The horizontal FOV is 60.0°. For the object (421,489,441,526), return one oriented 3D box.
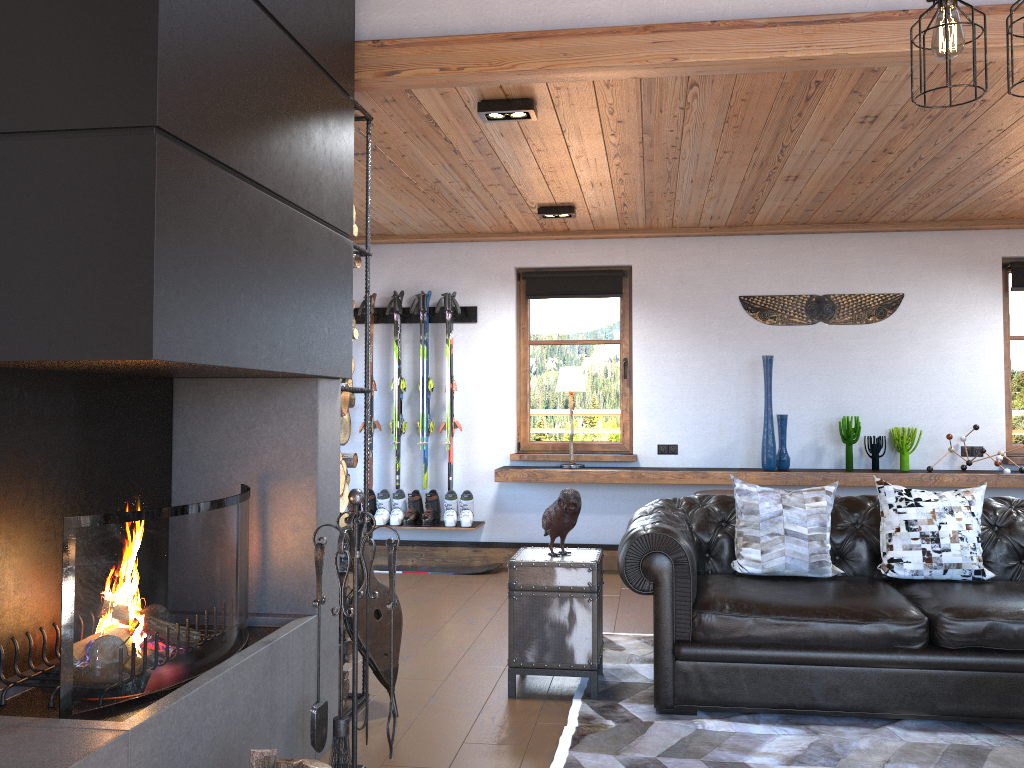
[{"bbox_3d":[-0.648,0.976,7.036,0.115,0.270,0.254,-1,-2,24],"label":"object"}]

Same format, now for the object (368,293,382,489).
[{"bbox_3d":[-1.107,0.060,7.224,0.095,1.607,0.115,0,-2,8],"label":"object"}]

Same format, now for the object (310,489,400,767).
[{"bbox_3d":[-0.530,0.865,3.000,0.311,1.018,0.304,2,-3,-36],"label":"object"}]

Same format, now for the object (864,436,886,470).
[{"bbox_3d":[2.743,0.522,6.698,0.130,0.261,0.122,1,-2,-22],"label":"object"}]

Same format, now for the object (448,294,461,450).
[{"bbox_3d":[-0.475,-0.099,7.092,0.122,1.250,0.058,1,-3,-30],"label":"object"}]

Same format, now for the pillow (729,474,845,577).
[{"bbox_3d":[1.322,0.672,4.274,0.526,0.469,0.284,0,-2,11],"label":"pillow"}]

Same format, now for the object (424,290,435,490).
[{"bbox_3d":[-0.666,0.043,7.222,0.072,1.623,0.111,0,-2,8],"label":"object"}]

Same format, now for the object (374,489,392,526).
[{"bbox_3d":[-1.033,0.977,7.059,0.116,0.270,0.253,0,-2,14],"label":"object"}]

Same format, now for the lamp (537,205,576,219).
[{"bbox_3d":[0.317,-1.214,6.245,0.260,0.068,0.156,0,-2,8],"label":"lamp"}]

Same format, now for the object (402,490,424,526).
[{"bbox_3d":[-0.787,0.976,7.022,0.115,0.270,0.254,-1,-2,29],"label":"object"}]

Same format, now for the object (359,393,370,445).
[{"bbox_3d":[-1.202,0.075,7.248,0.095,1.607,0.115,0,-2,8],"label":"object"}]

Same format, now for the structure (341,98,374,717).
[{"bbox_3d":[-0.921,0.082,3.782,0.510,2.618,0.503,0,-2,8],"label":"structure"}]

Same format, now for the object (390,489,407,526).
[{"bbox_3d":[-0.910,0.977,7.058,0.116,0.270,0.253,0,-2,14],"label":"object"}]

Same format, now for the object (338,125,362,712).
[{"bbox_3d":[-0.931,0.088,3.776,0.465,2.613,0.495,0,-2,8],"label":"object"}]

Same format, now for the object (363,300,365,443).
[{"bbox_3d":[-1.167,-0.099,7.098,0.059,1.250,0.120,0,-2,-9],"label":"object"}]

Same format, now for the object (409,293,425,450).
[{"bbox_3d":[-0.752,-0.100,7.051,0.122,1.250,0.058,2,-3,-35],"label":"object"}]

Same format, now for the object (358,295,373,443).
[{"bbox_3d":[-1.191,-0.097,7.176,0.121,1.250,0.059,0,-2,-10],"label":"object"}]

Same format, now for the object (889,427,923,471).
[{"bbox_3d":[2.964,0.487,6.683,0.184,0.332,0.196,1,-2,-32],"label":"object"}]

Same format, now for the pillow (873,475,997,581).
[{"bbox_3d":[1.994,0.669,4.184,0.526,0.469,0.284,0,-2,11],"label":"pillow"}]

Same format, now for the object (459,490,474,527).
[{"bbox_3d":[-0.361,0.975,6.969,0.116,0.270,0.252,0,-2,4],"label":"object"}]

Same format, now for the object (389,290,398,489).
[{"bbox_3d":[-0.963,0.044,7.242,0.072,1.623,0.111,0,-2,8],"label":"object"}]

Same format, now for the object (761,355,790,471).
[{"bbox_3d":[1.989,0.219,6.696,0.277,0.863,0.110,2,-3,-36],"label":"object"}]

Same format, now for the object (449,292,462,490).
[{"bbox_3d":[-0.446,0.057,7.135,0.095,1.607,0.115,0,-2,8],"label":"object"}]

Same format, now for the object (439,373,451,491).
[{"bbox_3d":[-0.540,0.072,7.159,0.095,1.607,0.115,0,-2,8],"label":"object"}]

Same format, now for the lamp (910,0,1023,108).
[{"bbox_3d":[1.489,-1.872,2.398,0.803,2.203,0.261,0,-2,-1],"label":"lamp"}]

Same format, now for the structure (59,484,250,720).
[{"bbox_3d":[-0.960,0.604,2.681,0.183,0.514,0.985,0,-2,9],"label":"structure"}]

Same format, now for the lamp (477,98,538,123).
[{"bbox_3d":[-0.019,-1.270,4.096,0.260,0.068,0.156,0,-2,8],"label":"lamp"}]

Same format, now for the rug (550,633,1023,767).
[{"bbox_3d":[2.245,1.358,3.599,4.029,0.053,2.439,0,-2,9],"label":"rug"}]

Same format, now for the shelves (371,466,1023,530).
[{"bbox_3d":[1.522,0.627,6.857,6.620,0.989,0.614,0,-2,8],"label":"shelves"}]

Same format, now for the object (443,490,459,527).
[{"bbox_3d":[-0.486,0.975,6.986,0.116,0.270,0.252,0,-2,4],"label":"object"}]

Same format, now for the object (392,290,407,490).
[{"bbox_3d":[-0.912,0.041,7.152,0.103,1.623,0.254,0,-2,5],"label":"object"}]

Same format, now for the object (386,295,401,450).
[{"bbox_3d":[-0.960,-0.098,7.144,0.121,1.250,0.059,0,-2,-10],"label":"object"}]

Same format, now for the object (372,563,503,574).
[{"bbox_3d":[-0.873,1.445,7.052,1.619,0.065,0.308,0,-2,8],"label":"object"}]

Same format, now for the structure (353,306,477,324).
[{"bbox_3d":[-0.824,-0.572,7.207,1.047,0.135,0.320,0,-2,8],"label":"structure"}]

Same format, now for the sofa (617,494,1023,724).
[{"bbox_3d":[1.791,0.979,4.148,2.558,0.839,1.242,0,-2,7],"label":"sofa"}]

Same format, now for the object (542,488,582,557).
[{"bbox_3d":[0.232,0.638,4.123,0.151,0.319,0.245,2,-3,-41],"label":"object"}]

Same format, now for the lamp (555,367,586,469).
[{"bbox_3d":[0.506,0.613,7.159,0.245,1.482,0.635,0,-2,12],"label":"lamp"}]

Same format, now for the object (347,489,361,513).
[{"bbox_3d":[-1.271,0.978,7.093,0.116,0.270,0.251,0,-2,-1],"label":"object"}]

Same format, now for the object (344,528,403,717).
[{"bbox_3d":[-0.600,1.002,3.796,0.264,0.795,0.266,0,-2,-8],"label":"object"}]

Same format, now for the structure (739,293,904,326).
[{"bbox_3d":[2.400,-0.579,6.866,1.244,0.240,0.099,0,-2,8],"label":"structure"}]

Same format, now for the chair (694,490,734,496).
[{"bbox_3d":[1.487,1.108,6.147,0.439,0.717,0.443,0,-2,12],"label":"chair"}]

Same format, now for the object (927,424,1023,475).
[{"bbox_3d":[3.451,0.473,6.538,0.639,0.349,0.527,-1,-2,35],"label":"object"}]

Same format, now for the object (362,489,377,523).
[{"bbox_3d":[-1.154,0.978,7.075,0.116,0.270,0.253,0,-2,14],"label":"object"}]

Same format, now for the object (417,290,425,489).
[{"bbox_3d":[-0.738,0.044,7.242,0.072,1.623,0.111,0,-2,8],"label":"object"}]

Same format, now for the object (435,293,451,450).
[{"bbox_3d":[-0.545,-0.101,7.009,0.122,1.250,0.058,1,-3,-25],"label":"object"}]

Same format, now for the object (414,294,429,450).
[{"bbox_3d":[-0.728,-0.099,7.113,0.121,1.250,0.059,0,-2,-10],"label":"object"}]

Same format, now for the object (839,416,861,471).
[{"bbox_3d":[2.544,0.448,6.677,0.160,0.411,0.145,1,-2,-23],"label":"object"}]

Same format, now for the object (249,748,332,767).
[{"bbox_3d":[-0.574,1.140,2.138,0.380,0.431,0.388,-1,-2,35],"label":"object"}]

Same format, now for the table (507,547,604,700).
[{"bbox_3d":[0.210,1.094,4.118,0.416,0.609,0.406,0,-2,8],"label":"table"}]
